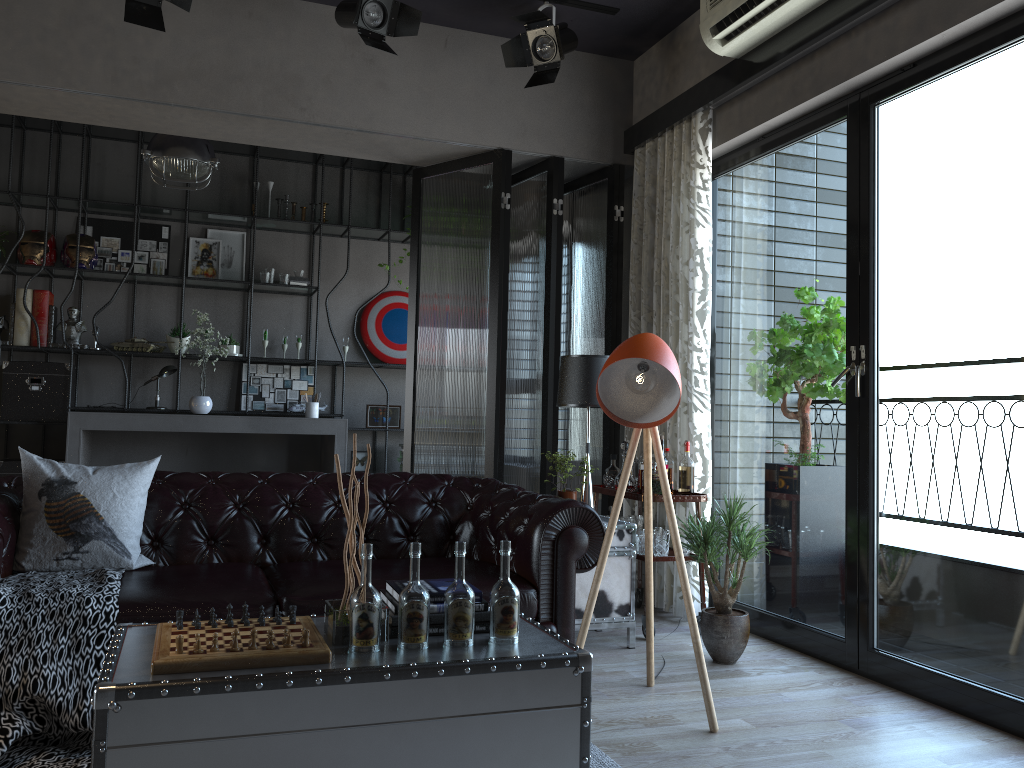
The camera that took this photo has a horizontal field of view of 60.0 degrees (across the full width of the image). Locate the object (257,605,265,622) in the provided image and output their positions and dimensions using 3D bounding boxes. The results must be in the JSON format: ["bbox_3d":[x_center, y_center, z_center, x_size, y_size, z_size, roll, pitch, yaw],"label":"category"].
[{"bbox_3d":[-0.722,0.661,2.558,0.022,0.047,0.022,0,-4,25],"label":"object"}]

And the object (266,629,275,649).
[{"bbox_3d":[-0.616,0.652,2.269,0.022,0.047,0.022,1,-3,12],"label":"object"}]

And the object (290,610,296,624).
[{"bbox_3d":[-0.628,0.668,2.544,0.017,0.037,0.017,2,-3,-1],"label":"object"}]

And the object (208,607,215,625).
[{"bbox_3d":[-0.849,0.656,2.512,0.022,0.047,0.022,0,-4,25],"label":"object"}]

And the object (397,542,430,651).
[{"bbox_3d":[-0.270,0.586,2.455,0.088,0.290,0.084,2,-3,-15],"label":"object"}]

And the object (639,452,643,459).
[{"bbox_3d":[0.778,0.465,5.172,0.073,0.321,0.073,3,-4,-29],"label":"object"}]

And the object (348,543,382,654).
[{"bbox_3d":[-0.397,0.581,2.409,0.088,0.290,0.084,2,-3,-15],"label":"object"}]

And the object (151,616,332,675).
[{"bbox_3d":[-0.733,0.695,2.388,0.429,0.036,0.429,2,-3,-20],"label":"object"}]

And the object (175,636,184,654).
[{"bbox_3d":[-0.823,0.646,2.196,0.019,0.040,0.019,2,-3,-16],"label":"object"}]

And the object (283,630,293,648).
[{"bbox_3d":[-0.575,0.655,2.284,0.026,0.044,0.026,0,-4,25],"label":"object"}]

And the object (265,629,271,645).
[{"bbox_3d":[-0.633,0.658,2.310,0.017,0.037,0.017,3,-4,-26],"label":"object"}]

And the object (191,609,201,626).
[{"bbox_3d":[-0.888,0.656,2.496,0.026,0.044,0.026,0,-4,25],"label":"object"}]

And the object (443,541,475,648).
[{"bbox_3d":[-0.147,0.592,2.499,0.088,0.290,0.084,2,-3,-15],"label":"object"}]

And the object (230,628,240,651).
[{"bbox_3d":[-0.698,0.644,2.239,0.025,0.055,0.024,0,-4,25],"label":"object"}]

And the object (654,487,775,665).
[{"bbox_3d":[0.960,0.881,4.183,0.577,0.826,0.621,0,-3,19],"label":"object"}]

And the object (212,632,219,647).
[{"bbox_3d":[-0.759,0.653,2.267,0.017,0.037,0.017,3,-4,-26],"label":"object"}]

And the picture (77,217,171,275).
[{"bbox_3d":[-3.371,-1.169,7.695,0.749,0.504,0.058,3,-4,-20],"label":"picture"}]

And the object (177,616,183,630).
[{"bbox_3d":[-0.913,0.656,2.442,0.017,0.037,0.017,4,-4,-39],"label":"object"}]

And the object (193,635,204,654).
[{"bbox_3d":[-0.781,0.646,2.210,0.026,0.044,0.026,0,-4,25],"label":"object"}]

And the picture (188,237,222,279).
[{"bbox_3d":[-2.720,-1.086,7.850,0.267,0.414,0.101,3,-4,-20],"label":"picture"}]

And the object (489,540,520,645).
[{"bbox_3d":[-0.020,0.597,2.545,0.088,0.290,0.084,2,-3,-15],"label":"object"}]

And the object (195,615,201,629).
[{"bbox_3d":[-0.870,0.658,2.456,0.017,0.037,0.017,2,-3,-13],"label":"object"}]

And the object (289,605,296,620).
[{"bbox_3d":[-0.640,0.668,2.589,0.019,0.040,0.019,-2,-4,44],"label":"object"}]

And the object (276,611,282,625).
[{"bbox_3d":[-0.664,0.667,2.529,0.017,0.037,0.017,2,-3,-13],"label":"object"}]

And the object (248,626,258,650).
[{"bbox_3d":[-0.657,0.644,2.255,0.025,0.059,0.025,0,-4,25],"label":"object"}]

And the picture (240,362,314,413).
[{"bbox_3d":[-2.119,0.038,8.055,0.665,0.447,0.051,3,-4,-20],"label":"picture"}]

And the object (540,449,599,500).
[{"bbox_3d":[0.271,0.504,4.418,0.270,0.363,0.297,0,-3,25],"label":"object"}]

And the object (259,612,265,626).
[{"bbox_3d":[-0.707,0.665,2.513,0.017,0.037,0.017,2,-3,-13],"label":"object"}]

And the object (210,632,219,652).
[{"bbox_3d":[-0.745,0.646,2.224,0.022,0.047,0.022,1,-3,12],"label":"object"}]

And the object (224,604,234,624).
[{"bbox_3d":[-0.806,0.654,2.528,0.025,0.055,0.024,0,-4,25],"label":"object"}]

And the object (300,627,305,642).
[{"bbox_3d":[-0.551,0.662,2.341,0.017,0.037,0.017,3,-4,-26],"label":"object"}]

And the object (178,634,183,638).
[{"bbox_3d":[-0.838,0.650,2.237,0.017,0.037,0.017,3,-4,-26],"label":"object"}]

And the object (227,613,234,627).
[{"bbox_3d":[-0.788,0.662,2.486,0.017,0.037,0.017,2,-3,-13],"label":"object"}]

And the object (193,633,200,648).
[{"bbox_3d":[-0.800,0.651,2.253,0.017,0.037,0.017,3,-4,-26],"label":"object"}]

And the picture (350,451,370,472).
[{"bbox_3d":[-1.377,0.703,8.043,0.172,0.191,0.036,3,-4,-20],"label":"picture"}]

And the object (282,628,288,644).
[{"bbox_3d":[-0.595,0.660,2.325,0.017,0.037,0.017,3,-4,-26],"label":"object"}]

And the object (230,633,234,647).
[{"bbox_3d":[-0.717,0.655,2.281,0.017,0.037,0.017,3,-4,-26],"label":"object"}]

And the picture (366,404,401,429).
[{"bbox_3d":[-1.163,0.296,8.030,0.313,0.212,0.049,3,-4,-20],"label":"picture"}]

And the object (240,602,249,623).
[{"bbox_3d":[-0.766,0.654,2.543,0.025,0.059,0.025,3,-4,-26],"label":"object"}]

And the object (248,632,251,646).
[{"bbox_3d":[-0.673,0.657,2.295,0.017,0.037,0.017,3,-4,-26],"label":"object"}]

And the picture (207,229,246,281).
[{"bbox_3d":[-2.567,-1.128,7.953,0.332,0.515,0.119,3,-4,-20],"label":"picture"}]

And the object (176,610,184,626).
[{"bbox_3d":[-0.931,0.656,2.483,0.019,0.040,0.019,-2,-4,44],"label":"object"}]

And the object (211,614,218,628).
[{"bbox_3d":[-0.829,0.660,2.472,0.017,0.037,0.017,2,-3,-13],"label":"object"}]

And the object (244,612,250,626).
[{"bbox_3d":[-0.747,0.663,2.502,0.017,0.037,0.017,2,-3,-13],"label":"object"}]

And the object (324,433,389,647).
[{"bbox_3d":[-0.443,0.435,2.557,0.156,0.583,0.184,3,-4,-20],"label":"object"}]

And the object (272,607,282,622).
[{"bbox_3d":[-0.681,0.665,2.571,0.026,0.044,0.026,0,-4,25],"label":"object"}]

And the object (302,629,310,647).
[{"bbox_3d":[-0.534,0.659,2.299,0.019,0.040,0.019,2,-3,-16],"label":"object"}]
